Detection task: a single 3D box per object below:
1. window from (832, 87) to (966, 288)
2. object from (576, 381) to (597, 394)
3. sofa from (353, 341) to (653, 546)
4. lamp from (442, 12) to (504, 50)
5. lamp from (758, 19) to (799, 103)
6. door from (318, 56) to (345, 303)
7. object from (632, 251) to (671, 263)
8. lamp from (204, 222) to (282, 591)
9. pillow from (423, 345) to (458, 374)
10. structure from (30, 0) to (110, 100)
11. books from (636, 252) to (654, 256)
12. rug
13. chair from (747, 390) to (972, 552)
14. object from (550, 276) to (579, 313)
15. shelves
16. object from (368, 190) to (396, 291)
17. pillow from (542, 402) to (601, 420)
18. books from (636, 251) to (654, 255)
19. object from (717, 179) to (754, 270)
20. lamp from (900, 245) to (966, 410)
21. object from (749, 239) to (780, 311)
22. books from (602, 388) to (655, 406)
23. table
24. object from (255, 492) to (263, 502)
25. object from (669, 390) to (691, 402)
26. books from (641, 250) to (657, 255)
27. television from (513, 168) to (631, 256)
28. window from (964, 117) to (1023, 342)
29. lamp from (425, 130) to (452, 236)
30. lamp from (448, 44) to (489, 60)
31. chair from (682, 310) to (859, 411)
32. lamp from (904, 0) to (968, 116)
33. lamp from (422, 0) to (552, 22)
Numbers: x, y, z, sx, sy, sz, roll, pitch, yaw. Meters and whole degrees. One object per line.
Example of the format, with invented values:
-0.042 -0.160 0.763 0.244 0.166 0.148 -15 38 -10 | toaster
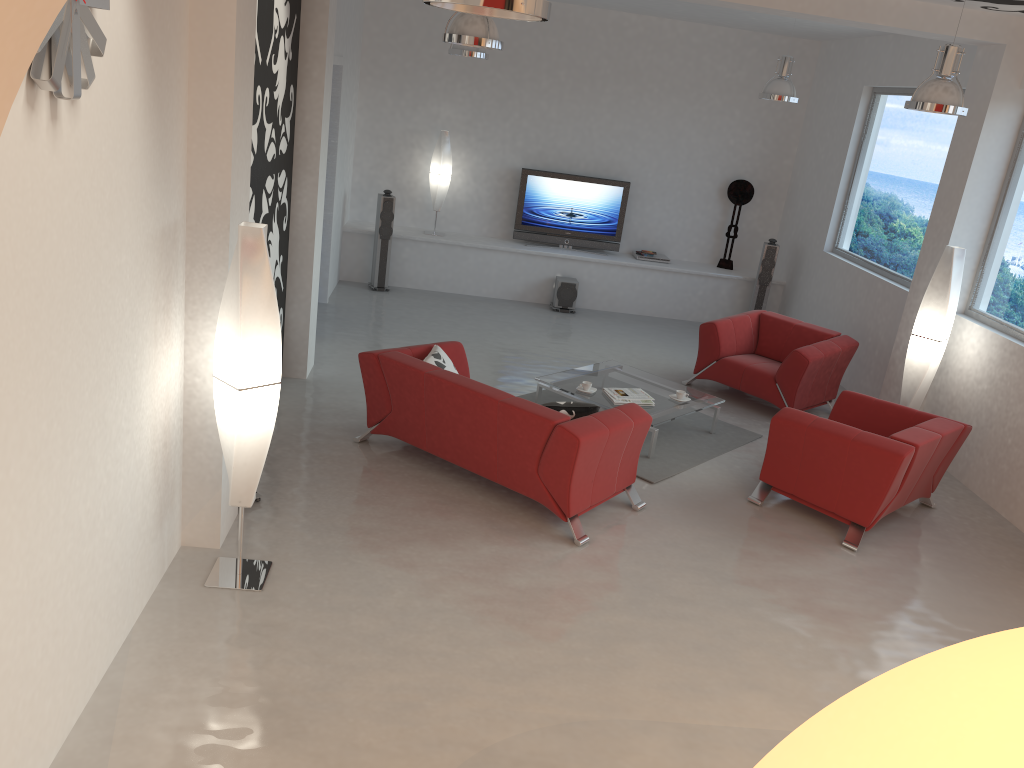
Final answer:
3.880 -1.954 8.699 0.100 1.800 2.400 6 19 -5 | window
0.597 0.023 7.073 0.153 0.069 0.153 15 20 20 | object
-0.087 0.270 5.928 1.929 0.738 0.951 20 22 32 | sofa
-0.190 -2.455 5.327 0.379 0.800 0.379 4 19 -12 | lamp
2.623 -3.113 8.444 0.379 0.800 0.379 20 22 32 | lamp
-1.931 -1.857 8.605 0.240 2.550 1.600 6 19 -5 | door
1.776 -1.624 11.329 0.430 0.045 0.352 6 19 -5 | object
-1.265 0.129 4.214 0.313 1.779 0.313 9 19 2 | lamp
-0.473 -0.046 6.146 0.288 0.343 0.402 9 18 2 | pillow
-1.283 -1.130 2.553 0.090 0.596 0.596 6 19 -5 | structure
1.689 -1.652 11.286 0.190 0.015 0.135 -7 24 -38 | books
0.929 0.313 7.370 1.700 0.025 1.700 22 23 37 | rug
2.445 0.525 6.220 1.288 0.738 0.951 -10 26 -43 | chair
0.647 -1.091 10.837 0.336 0.374 0.337 6 19 -5 | object
0.685 -1.652 11.133 5.500 0.050 0.650 6 19 -5 | shelves
-1.522 -1.702 10.470 0.255 1.184 0.273 1 20 -20 | object
0.315 0.245 5.609 0.402 0.343 0.288 4 19 -13 | pillow
1.690 -1.668 11.284 0.190 0.015 0.135 -1 20 -24 | books
2.817 -2.023 11.254 0.331 1.130 0.108 14 19 18 | object
3.346 -0.231 7.194 0.313 1.779 0.313 3 19 -13 | lamp
3.078 -1.205 10.905 0.255 1.184 0.273 11 19 9 | object
0.929 0.097 7.046 0.367 0.035 0.345 3 19 -15 | books
0.956 0.175 7.333 1.162 0.286 1.097 22 23 37 | table
-1.546 0.166 5.040 0.214 1.112 0.229 22 23 37 | object
1.362 0.094 7.181 0.153 0.069 0.153 -7 23 -37 | object
1.743 -1.675 11.279 0.190 0.015 0.135 9 19 4 | books
0.737 -2.146 11.089 1.356 0.919 0.343 6 19 -5 | television
4.035 -1.040 6.057 0.100 1.800 2.400 6 19 -5 | window
-0.882 -2.446 10.803 0.263 1.239 0.263 3 19 -13 | lamp
-0.355 -3.434 8.158 0.379 0.800 0.379 5 19 -9 | lamp
2.444 -0.198 8.364 0.951 0.738 1.288 -10 26 -43 | chair
2.789 -2.134 5.613 0.379 0.800 0.379 16 20 22 | lamp
-0.024 -1.476 2.497 0.379 0.800 0.379 -4 22 -33 | lamp
